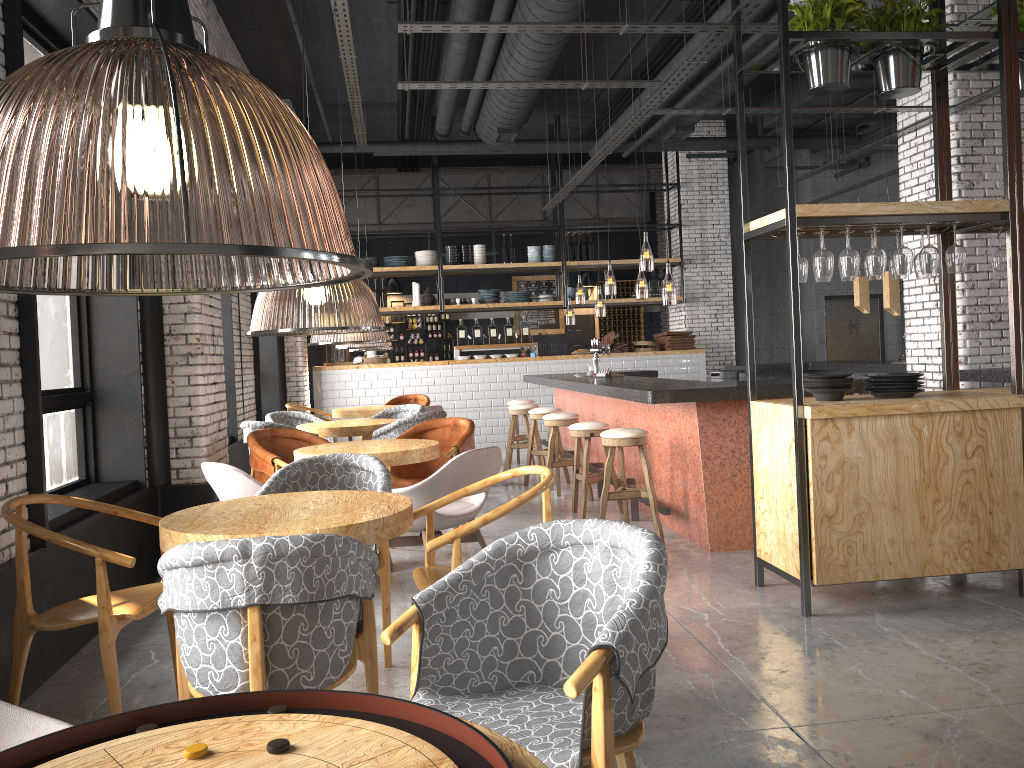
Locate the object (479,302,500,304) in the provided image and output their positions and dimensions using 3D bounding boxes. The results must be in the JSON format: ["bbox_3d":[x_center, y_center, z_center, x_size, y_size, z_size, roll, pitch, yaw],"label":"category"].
[{"bbox_3d":[-0.343,-1.246,13.750,0.335,0.033,0.334,-4,2,-38],"label":"object"}]

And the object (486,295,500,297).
[{"bbox_3d":[-0.348,-1.351,13.748,0.334,0.039,0.335,-3,2,-8],"label":"object"}]

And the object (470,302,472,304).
[{"bbox_3d":[-0.624,-1.268,13.845,0.072,0.097,0.072,-3,1,-7],"label":"object"}]

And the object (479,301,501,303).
[{"bbox_3d":[-0.343,-1.260,13.748,0.335,0.046,0.334,-3,2,-22],"label":"object"}]

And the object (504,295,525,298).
[{"bbox_3d":[0.101,-1.363,13.804,0.454,0.065,0.452,-4,3,-44],"label":"object"}]

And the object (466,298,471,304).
[{"bbox_3d":[-0.657,-1.255,13.487,0.072,0.097,0.072,-3,1,2],"label":"object"}]

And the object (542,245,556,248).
[{"bbox_3d":[0.581,-2.112,13.841,0.218,0.091,0.218,-2,2,10],"label":"object"}]

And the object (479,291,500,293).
[{"bbox_3d":[-0.351,-1.407,13.747,0.335,0.036,0.335,-3,2,-18],"label":"object"}]

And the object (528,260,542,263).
[{"bbox_3d":[0.358,-1.894,13.836,0.210,0.065,0.210,-2,2,10],"label":"object"}]

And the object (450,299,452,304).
[{"bbox_3d":[-0.908,-1.247,13.572,0.072,0.097,0.072,-3,1,-21],"label":"object"}]

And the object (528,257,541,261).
[{"bbox_3d":[0.355,-1.937,13.834,0.210,0.069,0.210,-4,2,-42],"label":"object"}]

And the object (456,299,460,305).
[{"bbox_3d":[-0.815,-1.247,13.466,0.072,0.097,0.072,-2,1,33],"label":"object"}]

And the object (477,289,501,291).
[{"bbox_3d":[-0.352,-1.440,13.746,0.373,0.050,0.373,-2,2,15],"label":"object"}]

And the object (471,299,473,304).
[{"bbox_3d":[-0.594,-1.262,13.613,0.072,0.097,0.072,-3,1,-3],"label":"object"}]

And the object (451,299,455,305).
[{"bbox_3d":[-0.893,-1.243,13.456,0.072,0.097,0.072,-2,1,15],"label":"object"}]

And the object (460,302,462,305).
[{"bbox_3d":[-0.779,-1.261,13.825,0.072,0.097,0.072,-2,1,37],"label":"object"}]

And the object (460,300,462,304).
[{"bbox_3d":[-0.764,-1.258,13.709,0.072,0.097,0.072,-2,1,22],"label":"object"}]

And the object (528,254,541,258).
[{"bbox_3d":[0.354,-1.981,13.838,0.210,0.074,0.210,-4,2,-33],"label":"object"}]

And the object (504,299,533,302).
[{"bbox_3d":[0.102,-1.291,13.807,0.454,0.042,0.454,-4,2,-32],"label":"object"}]

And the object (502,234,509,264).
[{"bbox_3d":[-0.108,-2.076,13.726,0.098,0.471,0.098,-2,1,15],"label":"object"}]

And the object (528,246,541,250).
[{"bbox_3d":[0.350,-2.110,13.831,0.210,0.074,0.210,-3,2,-3],"label":"object"}]

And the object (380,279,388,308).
[{"bbox_3d":[-1.980,-1.389,13.685,0.098,0.471,0.098,-3,1,-30],"label":"object"}]

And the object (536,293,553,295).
[{"bbox_3d":[0.508,-1.394,13.859,0.265,0.037,0.265,-3,2,-12],"label":"object"}]

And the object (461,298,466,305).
[{"bbox_3d":[-0.734,-1.251,13.477,0.072,0.097,0.072,-2,1,13],"label":"object"}]

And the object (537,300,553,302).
[{"bbox_3d":[0.513,-1.289,13.860,0.263,0.026,0.263,-2,2,28],"label":"object"}]

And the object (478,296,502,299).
[{"bbox_3d":[-0.344,-1.334,13.748,0.371,0.071,0.373,-2,2,5],"label":"object"}]

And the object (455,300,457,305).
[{"bbox_3d":[-0.845,-1.254,13.699,0.072,0.097,0.072,-3,1,-19],"label":"object"}]

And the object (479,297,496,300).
[{"bbox_3d":[-0.347,-1.312,13.748,0.334,0.045,0.335,-3,2,-11],"label":"object"}]

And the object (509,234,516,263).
[{"bbox_3d":[-0.001,-2.081,13.740,0.098,0.471,0.098,-2,1,15],"label":"object"}]

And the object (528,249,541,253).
[{"bbox_3d":[0.350,-2.067,13.830,0.210,0.076,0.210,-4,2,-33],"label":"object"}]

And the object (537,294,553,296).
[{"bbox_3d":[0.510,-1.383,13.859,0.265,0.034,0.265,-2,2,6],"label":"object"}]

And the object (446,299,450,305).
[{"bbox_3d":[-0.970,-1.240,13.446,0.072,0.097,0.072,-2,1,15],"label":"object"}]

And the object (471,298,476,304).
[{"bbox_3d":[-0.579,-1.259,13.497,0.072,0.097,0.072,-2,1,25],"label":"object"}]

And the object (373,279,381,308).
[{"bbox_3d":[-2.087,-1.384,13.672,0.098,0.471,0.098,-3,1,-30],"label":"object"}]

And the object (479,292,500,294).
[{"bbox_3d":[-0.350,-1.391,13.748,0.335,0.035,0.335,-4,2,-32],"label":"object"}]

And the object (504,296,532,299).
[{"bbox_3d":[0.099,-1.340,13.804,0.454,0.062,0.453,-1,2,37],"label":"object"}]

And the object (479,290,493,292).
[{"bbox_3d":[-0.349,-1.420,13.748,0.334,0.048,0.335,-3,2,-20],"label":"object"}]

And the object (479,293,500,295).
[{"bbox_3d":[-0.349,-1.380,13.750,0.334,0.052,0.334,-2,2,9],"label":"object"}]

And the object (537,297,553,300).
[{"bbox_3d":[0.511,-1.330,13.860,0.265,0.038,0.265,-2,2,15],"label":"object"}]

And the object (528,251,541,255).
[{"bbox_3d":[0.348,-2.024,13.832,0.210,0.078,0.210,-2,2,15],"label":"object"}]

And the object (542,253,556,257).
[{"bbox_3d":[0.582,-1.984,13.837,0.218,0.092,0.219,-3,2,-17],"label":"object"}]

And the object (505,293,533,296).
[{"bbox_3d":[0.098,-1.386,13.805,0.454,0.048,0.454,-2,2,20],"label":"object"}]

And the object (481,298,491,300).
[{"bbox_3d":[-0.347,-1.300,13.750,0.334,0.051,0.335,-2,2,23],"label":"object"}]

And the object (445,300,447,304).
[{"bbox_3d":[-0.985,-1.243,13.563,0.072,0.097,0.072,-3,1,-8],"label":"object"}]

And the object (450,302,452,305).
[{"bbox_3d":[-0.923,-1.250,13.689,0.072,0.097,0.072,-2,1,25],"label":"object"}]

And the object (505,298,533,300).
[{"bbox_3d":[0.103,-1.315,13.807,0.453,0.050,0.454,-2,2,13],"label":"object"}]

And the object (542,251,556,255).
[{"bbox_3d":[0.580,-2.016,13.840,0.218,0.092,0.219,-2,2,29],"label":"object"}]

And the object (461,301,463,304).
[{"bbox_3d":[-0.749,-1.254,13.593,0.072,0.097,0.072,-2,1,20],"label":"object"}]

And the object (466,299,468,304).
[{"bbox_3d":[-0.672,-1.258,13.603,0.072,0.097,0.072,-2,2,42],"label":"object"}]

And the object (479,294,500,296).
[{"bbox_3d":[-0.347,-1.364,13.750,0.334,0.052,0.334,-1,2,31],"label":"object"}]

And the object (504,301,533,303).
[{"bbox_3d":[0.104,-1.267,13.807,0.454,0.033,0.454,-3,2,-25],"label":"object"}]

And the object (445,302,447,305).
[{"bbox_3d":[-1.000,-1.246,13.679,0.072,0.097,0.072,-3,1,-19],"label":"object"}]

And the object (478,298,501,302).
[{"bbox_3d":[-0.346,-1.282,13.752,0.373,0.067,0.372,-3,2,-26],"label":"object"}]

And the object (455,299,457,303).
[{"bbox_3d":[-0.830,-1.250,13.583,0.072,0.097,0.072,-3,1,-6],"label":"object"}]

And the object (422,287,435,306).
[{"bbox_3d":[-1.278,-1.337,13.566,0.196,0.305,0.196,-2,1,30],"label":"object"}]

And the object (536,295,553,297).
[{"bbox_3d":[0.510,-1.365,13.859,0.263,0.029,0.263,-4,2,-31],"label":"object"}]

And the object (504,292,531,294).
[{"bbox_3d":[0.100,-1.410,13.805,0.453,0.062,0.454,-2,2,8],"label":"object"}]
